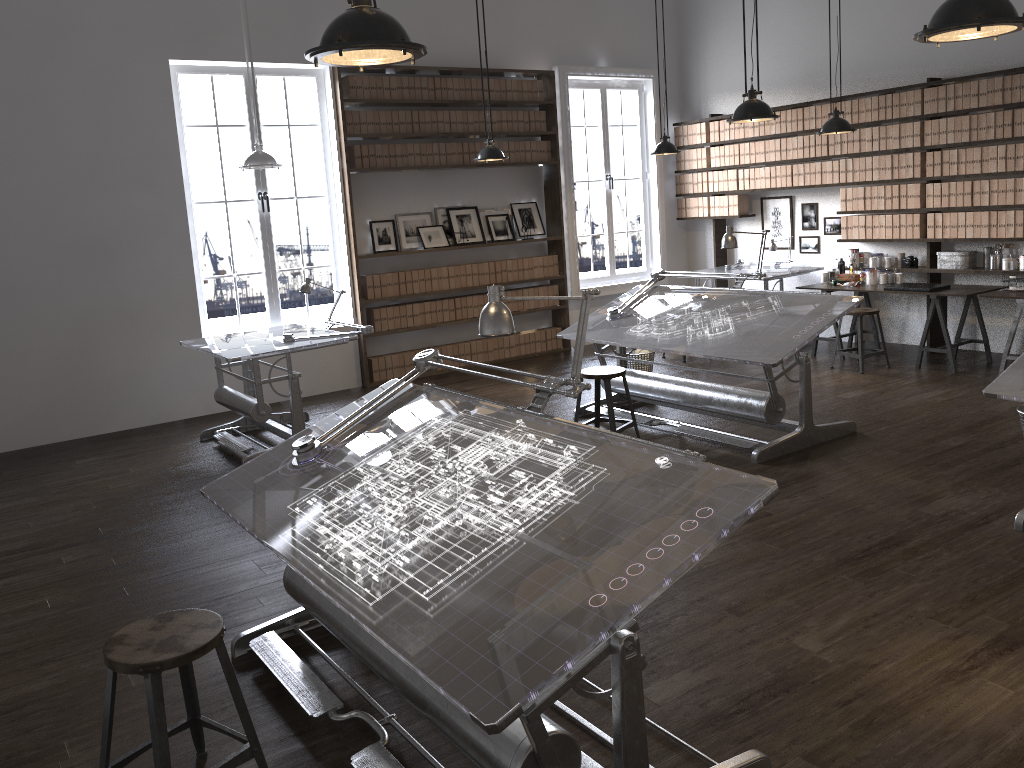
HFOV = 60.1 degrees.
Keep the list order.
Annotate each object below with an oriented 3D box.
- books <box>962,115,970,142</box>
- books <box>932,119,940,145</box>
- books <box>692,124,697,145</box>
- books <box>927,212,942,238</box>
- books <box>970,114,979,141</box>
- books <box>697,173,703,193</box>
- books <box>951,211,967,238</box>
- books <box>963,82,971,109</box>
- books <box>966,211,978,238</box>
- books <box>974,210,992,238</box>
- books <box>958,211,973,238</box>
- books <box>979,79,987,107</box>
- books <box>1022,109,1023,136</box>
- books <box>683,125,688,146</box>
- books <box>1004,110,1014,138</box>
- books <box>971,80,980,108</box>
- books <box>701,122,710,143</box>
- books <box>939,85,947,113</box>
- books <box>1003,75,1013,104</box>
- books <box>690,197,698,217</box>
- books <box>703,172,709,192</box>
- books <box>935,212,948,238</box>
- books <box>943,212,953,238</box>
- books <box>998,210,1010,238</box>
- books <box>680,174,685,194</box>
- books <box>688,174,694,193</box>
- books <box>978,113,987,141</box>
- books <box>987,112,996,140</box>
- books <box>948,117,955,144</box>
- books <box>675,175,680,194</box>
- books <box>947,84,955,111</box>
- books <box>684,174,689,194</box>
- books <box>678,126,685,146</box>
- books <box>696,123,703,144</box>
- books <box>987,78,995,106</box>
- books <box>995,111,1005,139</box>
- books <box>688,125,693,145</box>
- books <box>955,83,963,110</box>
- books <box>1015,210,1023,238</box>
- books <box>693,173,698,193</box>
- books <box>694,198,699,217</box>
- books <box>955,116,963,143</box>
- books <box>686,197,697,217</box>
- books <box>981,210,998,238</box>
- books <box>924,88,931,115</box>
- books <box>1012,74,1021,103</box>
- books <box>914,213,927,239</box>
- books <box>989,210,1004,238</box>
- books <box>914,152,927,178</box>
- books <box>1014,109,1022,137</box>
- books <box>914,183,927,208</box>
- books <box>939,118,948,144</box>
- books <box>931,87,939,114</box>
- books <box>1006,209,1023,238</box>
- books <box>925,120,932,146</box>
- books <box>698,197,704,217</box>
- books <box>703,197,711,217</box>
[{"bbox_3d":[3.942,-2.189,7.603,0.175,0.224,0.067,-10,11,-33],"label":"books"},{"bbox_3d":[3.793,-2.224,7.830,0.175,0.224,0.067,-10,11,-33],"label":"books"},{"bbox_3d":[2.153,-2.866,10.159,0.175,0.224,0.067,-10,11,-33],"label":"books"},{"bbox_3d":[3.822,-1.429,7.980,0.175,0.224,0.067,-10,11,-33],"label":"books"},{"bbox_3d":[3.985,-2.181,7.551,0.175,0.224,0.067,-10,11,-33],"label":"books"},{"bbox_3d":[2.222,-2.318,10.188,0.175,0.224,0.067,-10,11,-33],"label":"books"},{"bbox_3d":[3.946,-1.403,7.809,0.175,0.224,0.067,-10,11,-33],"label":"books"},{"bbox_3d":[3.929,-2.460,7.563,0.175,0.224,0.067,-10,11,-33],"label":"books"},{"bbox_3d":[4.024,-1.385,7.690,0.175,0.224,0.067,-10,11,-33],"label":"books"},{"bbox_3d":[4.061,-1.377,7.639,0.175,0.224,0.067,-10,11,-33],"label":"books"},{"bbox_3d":[3.982,-1.394,7.749,0.175,0.224,0.067,-10,11,-33],"label":"books"},{"bbox_3d":[4.007,-2.442,7.445,0.175,0.224,0.067,-10,11,-33],"label":"books"},{"bbox_3d":[4.224,-2.127,7.198,0.175,0.224,0.067,-10,11,-33],"label":"books"},{"bbox_3d":[2.073,-2.883,10.273,0.175,0.224,0.067,-10,11,-33],"label":"books"},{"bbox_3d":[4.143,-2.144,7.311,0.175,0.224,0.067,-10,11,-33],"label":"books"},{"bbox_3d":[3.965,-2.451,7.503,0.175,0.224,0.067,-10,11,-33],"label":"books"},{"bbox_3d":[2.232,-2.847,10.041,0.175,0.224,0.067,-10,11,-33],"label":"books"},{"bbox_3d":[3.805,-2.486,7.735,0.175,0.224,0.067,-10,11,-33],"label":"books"},{"bbox_3d":[4.121,-2.418,7.284,0.175,0.224,0.067,-10,11,-33],"label":"books"},{"bbox_3d":[2.167,-2.064,10.341,0.175,0.224,0.067,-10,11,-33],"label":"books"},{"bbox_3d":[2.268,-2.309,10.130,0.175,0.224,0.067,-10,11,-33],"label":"books"},{"bbox_3d":[3.865,-1.421,7.922,0.175,0.224,0.067,-10,11,-33],"label":"books"},{"bbox_3d":[3.908,-1.412,7.867,0.175,0.224,0.067,-10,11,-33],"label":"books"},{"bbox_3d":[4.177,-1.351,7.471,0.175,0.224,0.067,-10,11,-33],"label":"books"},{"bbox_3d":[2.064,-2.355,10.427,0.175,0.224,0.067,-10,11,-33],"label":"books"},{"bbox_3d":[2.140,-2.337,10.308,0.175,0.224,0.067,-10,11,-33],"label":"books"},{"bbox_3d":[4.025,-2.172,7.493,0.175,0.224,0.067,-10,11,-33],"label":"books"},{"bbox_3d":[4.061,-2.162,7.432,0.175,0.224,0.067,-10,11,-33],"label":"books"},{"bbox_3d":[3.872,-2.205,7.712,0.175,0.224,0.067,-10,11,-33],"label":"books"},{"bbox_3d":[2.021,-2.363,10.479,0.175,0.224,0.067,-10,11,-33],"label":"books"},{"bbox_3d":[3.849,-2.478,7.677,0.175,0.224,0.067,-10,11,-33],"label":"books"},{"bbox_3d":[2.104,-2.346,10.369,0.175,0.224,0.067,-10,11,-33],"label":"books"},{"bbox_3d":[2.029,-2.892,10.331,0.175,0.224,0.067,-10,11,-33],"label":"books"},{"bbox_3d":[2.189,-2.856,10.099,0.175,0.224,0.067,-10,11,-33],"label":"books"},{"bbox_3d":[4.044,-2.434,7.394,0.175,0.224,0.067,-10,11,-33],"label":"books"},{"bbox_3d":[4.105,-2.154,7.376,0.175,0.224,0.067,-10,11,-33],"label":"books"},{"bbox_3d":[2.115,-2.875,10.218,0.175,0.224,0.067,-10,11,-33],"label":"books"},{"bbox_3d":[3.891,-2.470,7.622,0.175,0.224,0.067,-10,11,-33],"label":"books"},{"bbox_3d":[4.257,-1.334,7.355,0.175,0.224,0.067,-10,11,-33],"label":"books"},{"bbox_3d":[2.184,-2.328,10.252,0.175,0.224,0.067,-10,11,-33],"label":"books"},{"bbox_3d":[2.199,-2.055,10.287,0.175,0.224,0.067,-10,11,-33],"label":"books"},{"bbox_3d":[3.908,-2.198,7.661,0.175,0.224,0.067,-10,11,-33],"label":"books"},{"bbox_3d":[2.132,-2.073,10.397,0.175,0.224,0.067,-10,11,-33],"label":"books"},{"bbox_3d":[4.094,-1.368,7.582,0.175,0.224,0.067,-10,11,-33],"label":"books"},{"bbox_3d":[3.733,-2.504,7.849,0.175,0.224,0.067,-10,11,-33],"label":"books"},{"bbox_3d":[4.161,-2.409,7.226,0.175,0.224,0.067,-10,11,-33],"label":"books"},{"bbox_3d":[3.748,-1.446,8.090,0.175,0.224,0.067,-10,11,-33],"label":"books"},{"bbox_3d":[4.137,-1.360,7.530,0.175,0.224,0.067,-10,11,-33],"label":"books"},{"bbox_3d":[3.716,-1.984,8.012,0.175,0.224,0.067,-10,11,-33],"label":"books"},{"bbox_3d":[4.189,-2.135,7.254,0.175,0.224,0.067,-10,11,-33],"label":"books"},{"bbox_3d":[3.731,-1.711,8.046,0.175,0.224,0.067,-10,11,-33],"label":"books"},{"bbox_3d":[3.829,-2.214,7.770,0.175,0.224,0.067,-10,11,-33],"label":"books"},{"bbox_3d":[3.764,-2.496,7.794,0.175,0.224,0.067,-10,11,-33],"label":"books"},{"bbox_3d":[4.214,-1.342,7.411,0.175,0.224,0.067,-10,11,-33],"label":"books"},{"bbox_3d":[3.755,-2.233,7.889,0.175,0.224,0.067,-10,11,-33],"label":"books"},{"bbox_3d":[2.240,-2.046,10.227,0.175,0.224,0.067,-10,11,-33],"label":"books"},{"bbox_3d":[2.283,-2.038,10.170,0.175,0.224,0.067,-10,11,-33],"label":"books"}]
